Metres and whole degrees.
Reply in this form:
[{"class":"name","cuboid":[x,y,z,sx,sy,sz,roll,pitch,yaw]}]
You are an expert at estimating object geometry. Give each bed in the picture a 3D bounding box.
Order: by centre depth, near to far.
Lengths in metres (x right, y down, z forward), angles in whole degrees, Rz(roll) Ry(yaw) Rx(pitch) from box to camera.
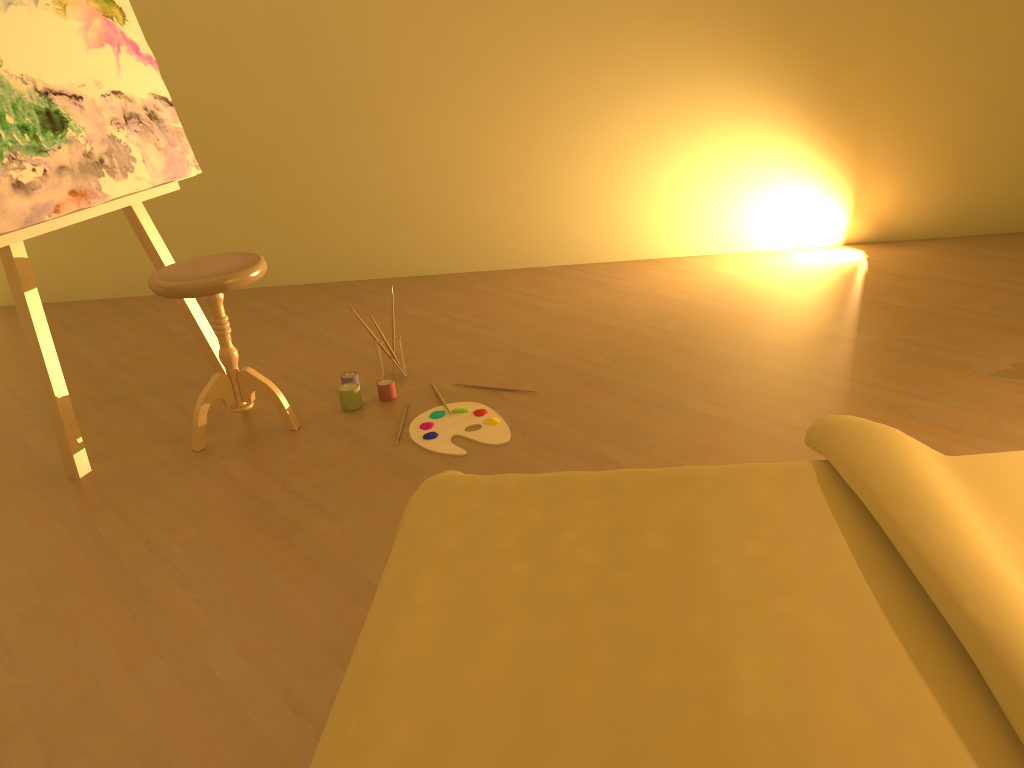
[{"class":"bed","cuboid":[0.881,0.288,1.002,2.378,0.894,1.286,-3,23,7]}]

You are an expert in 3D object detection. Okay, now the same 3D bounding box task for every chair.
[{"class":"chair","cuboid":[-0.896,-0.106,2.810,0.364,0.551,0.348,1,24,17]}]

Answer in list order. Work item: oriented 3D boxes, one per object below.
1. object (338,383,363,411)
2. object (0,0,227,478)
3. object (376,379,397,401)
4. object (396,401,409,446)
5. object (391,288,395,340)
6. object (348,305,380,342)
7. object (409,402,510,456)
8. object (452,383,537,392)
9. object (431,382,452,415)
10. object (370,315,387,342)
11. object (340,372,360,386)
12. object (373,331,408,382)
[{"class":"object","cuboid":[-0.543,0.043,2.979,0.073,0.073,0.073,-2,24,11]},{"class":"object","cuboid":[-1.612,-0.663,2.728,1.132,1.896,0.972,-10,23,-9]},{"class":"object","cuboid":[-0.427,0.021,3.020,0.060,0.060,0.060,-10,23,-10]},{"class":"object","cuboid":[-0.350,0.122,2.828,0.010,0.010,0.325,-5,23,2]},{"class":"object","cuboid":[-0.426,-0.191,3.179,0.010,0.319,0.069,9,27,31]},{"class":"object","cuboid":[-0.477,-0.152,3.141,0.159,0.286,0.010,-5,23,2]},{"class":"object","cuboid":[-0.172,0.132,2.754,0.288,0.014,0.366,-15,24,-19]},{"class":"object","cuboid":[-0.062,0.012,3.009,0.325,0.010,0.010,5,26,25]},{"class":"object","cuboid":[-0.239,0.047,2.968,0.010,0.015,0.325,-12,24,-13]},{"class":"object","cuboid":[-0.438,-0.140,3.111,0.010,0.278,0.172,2,24,18]},{"class":"object","cuboid":[-0.567,-0.005,3.114,0.060,0.060,0.060,-9,23,-7]},{"class":"object","cuboid":[-0.431,-0.097,3.170,0.106,0.157,0.106,-15,25,-19]}]
